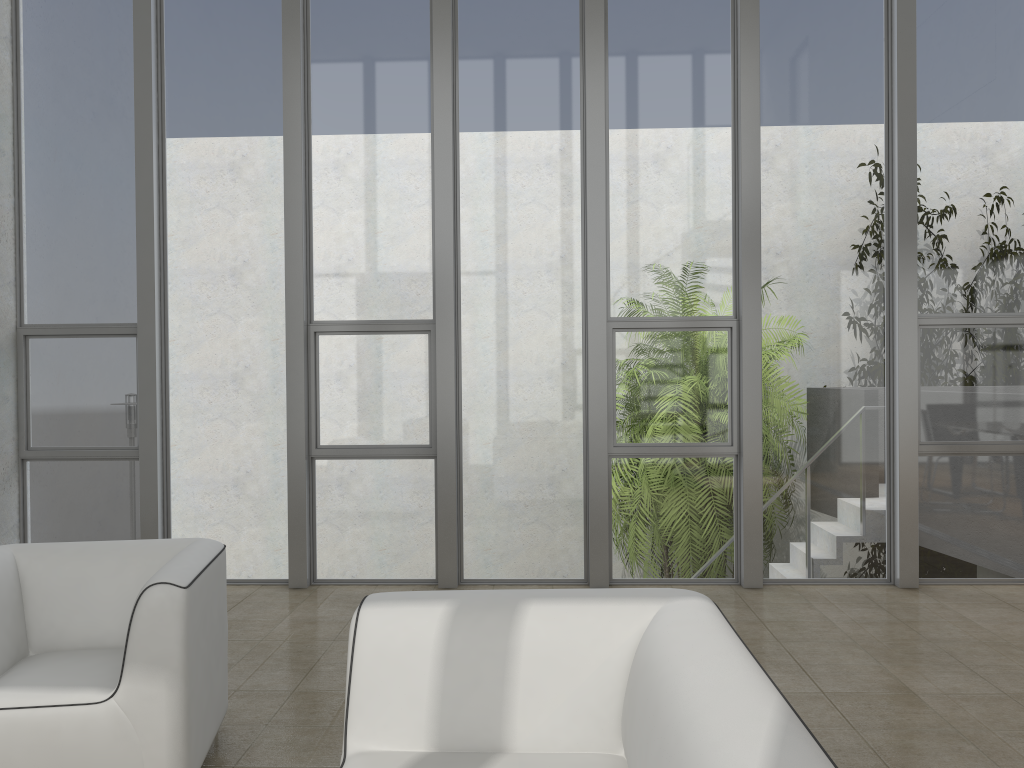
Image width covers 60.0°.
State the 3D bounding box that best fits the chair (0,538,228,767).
[{"bbox_3d":[-1.391,0.874,2.850,0.829,0.635,0.720,-1,1,-8],"label":"chair"}]

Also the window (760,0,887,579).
[{"bbox_3d":[1.872,-1.639,5.352,0.741,5.650,0.010,-1,1,2],"label":"window"}]

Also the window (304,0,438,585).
[{"bbox_3d":[-0.868,-1.614,5.442,0.800,5.700,0.050,-1,1,2],"label":"window"}]

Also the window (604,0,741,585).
[{"bbox_3d":[0.958,-1.630,5.372,0.800,5.700,0.050,-1,1,2],"label":"window"}]

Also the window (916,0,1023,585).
[{"bbox_3d":[2.784,-1.647,5.302,0.800,5.700,0.050,-1,1,2],"label":"window"}]

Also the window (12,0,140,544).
[{"bbox_3d":[-2.693,-1.598,5.512,0.800,5.700,0.050,-1,1,2],"label":"window"}]

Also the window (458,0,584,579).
[{"bbox_3d":[0.046,-1.622,5.422,0.741,5.650,0.010,-1,1,2],"label":"window"}]

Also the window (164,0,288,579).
[{"bbox_3d":[-1.780,-1.606,5.492,0.741,5.650,0.010,-1,1,2],"label":"window"}]

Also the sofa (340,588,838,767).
[{"bbox_3d":[0.019,0.879,1.148,0.971,0.638,2.601,-1,1,2],"label":"sofa"}]
